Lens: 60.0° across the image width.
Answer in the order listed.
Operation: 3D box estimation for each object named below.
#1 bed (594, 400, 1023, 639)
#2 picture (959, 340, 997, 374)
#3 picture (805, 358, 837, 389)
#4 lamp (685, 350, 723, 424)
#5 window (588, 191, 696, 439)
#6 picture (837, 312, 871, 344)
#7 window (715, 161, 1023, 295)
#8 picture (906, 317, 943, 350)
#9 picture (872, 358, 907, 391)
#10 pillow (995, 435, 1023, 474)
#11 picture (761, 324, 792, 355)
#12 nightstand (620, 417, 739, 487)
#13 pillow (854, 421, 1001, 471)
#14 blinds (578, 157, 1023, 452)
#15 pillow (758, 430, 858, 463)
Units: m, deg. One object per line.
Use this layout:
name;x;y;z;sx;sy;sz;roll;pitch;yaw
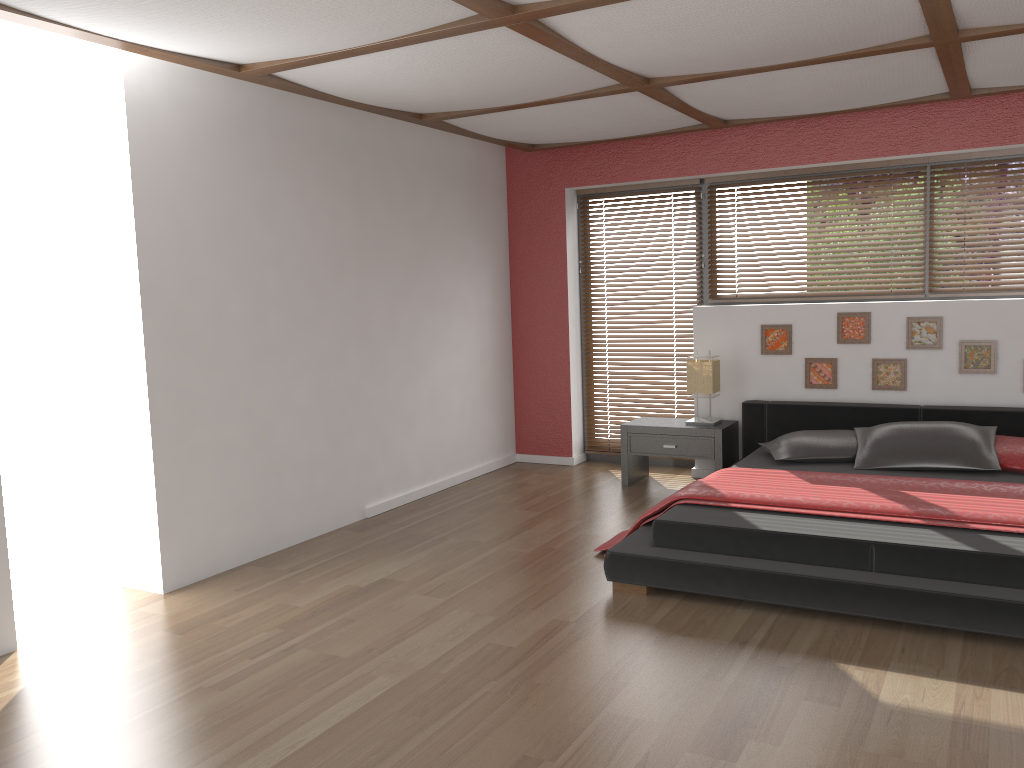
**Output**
bed;1.823;0.532;4.503;2.469;0.577;2.413;1;7;29
picture;2.789;-0.161;5.311;0.200;0.200;0.010;1;7;29
picture;2.007;-0.069;5.763;0.200;0.200;0.010;1;7;29
lamp;1.283;0.014;5.944;0.200;0.480;0.200;1;7;29
window;0.989;-0.487;6.693;0.889;1.893;0.020;1;7;29
picture;2.171;-0.355;5.635;0.200;0.200;0.010;1;7;29
window;2.674;-0.987;5.683;2.817;0.786;0.020;1;7;29
picture;2.529;-0.312;5.439;0.200;0.200;0.010;1;7;29
picture;2.366;-0.059;5.562;0.200;0.200;0.010;1;7;29
pillow;2.689;0.379;4.826;0.418;0.172;0.745;-7;8;-41
picture;1.752;-0.294;5.879;0.200;0.200;0.010;1;7;29
nightstand;1.140;0.474;6.035;0.700;0.423;0.413;1;7;29
pillow;2.271;0.334;4.895;0.744;0.241;0.386;1;7;25
blinds;2.657;-0.405;5.685;4.840;1.952;0.032;1;7;29
pillow;1.868;0.366;5.225;0.745;0.172;0.418;-2;6;5
